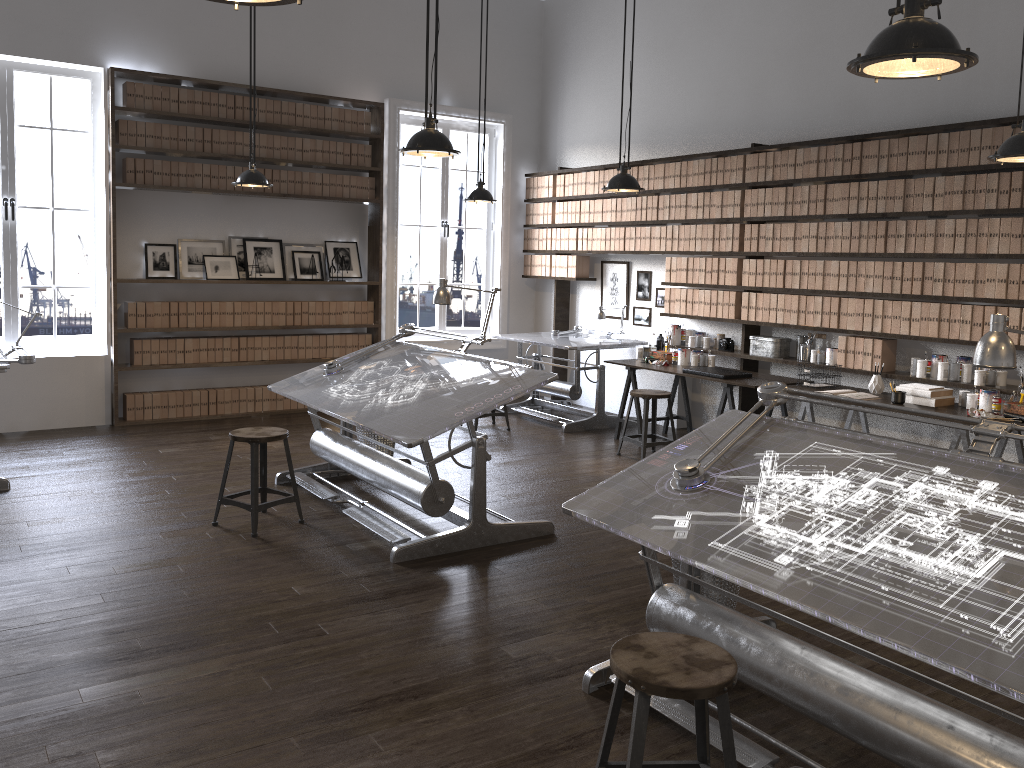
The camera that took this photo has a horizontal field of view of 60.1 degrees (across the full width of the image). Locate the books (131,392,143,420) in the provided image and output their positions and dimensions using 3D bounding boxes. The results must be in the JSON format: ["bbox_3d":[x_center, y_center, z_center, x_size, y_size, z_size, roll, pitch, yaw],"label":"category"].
[{"bbox_3d":[-3.295,0.194,7.788,0.067,0.224,0.175,-2,7,-34],"label":"books"}]

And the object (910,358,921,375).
[{"bbox_3d":[2.741,-0.118,6.014,0.062,0.119,0.062,2,6,7],"label":"object"}]

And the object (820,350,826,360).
[{"bbox_3d":[2.344,-0.205,6.645,0.062,0.093,0.063,3,6,18],"label":"object"}]

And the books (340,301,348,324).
[{"bbox_3d":[-1.686,-0.707,8.772,0.067,0.224,0.175,-2,7,-34],"label":"books"}]

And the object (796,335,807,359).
[{"bbox_3d":[2.252,-0.282,6.892,0.079,0.187,0.079,5,7,35],"label":"object"}]

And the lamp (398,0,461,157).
[{"bbox_3d":[-0.383,-2.270,4.346,0.313,2.242,0.312,0,5,-13],"label":"lamp"}]

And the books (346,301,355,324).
[{"bbox_3d":[-1.629,-0.710,8.807,0.067,0.225,0.175,-2,7,-34],"label":"books"}]

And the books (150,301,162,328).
[{"bbox_3d":[-3.143,-0.612,7.804,0.067,0.224,0.175,-2,7,-34],"label":"books"}]

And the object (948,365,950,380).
[{"bbox_3d":[2.874,-0.073,5.813,0.054,0.101,0.054,0,6,-17],"label":"object"}]

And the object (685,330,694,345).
[{"bbox_3d":[1.560,-0.408,7.789,0.070,0.130,0.070,2,6,4],"label":"object"}]

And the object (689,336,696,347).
[{"bbox_3d":[1.560,-0.367,7.660,0.062,0.094,0.062,7,8,42],"label":"object"}]

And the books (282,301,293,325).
[{"bbox_3d":[-2.153,-0.677,8.465,0.067,0.224,0.175,-2,7,-34],"label":"books"}]

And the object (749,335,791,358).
[{"bbox_3d":[2.049,-0.297,7.039,0.193,0.151,0.318,-3,9,-34],"label":"object"}]

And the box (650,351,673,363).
[{"bbox_3d":[1.306,-0.234,7.628,0.138,0.083,0.213,-3,9,-34],"label":"box"}]

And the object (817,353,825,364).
[{"bbox_3d":[2.354,-0.195,6.601,0.181,0.093,0.062,-1,6,-20],"label":"object"}]

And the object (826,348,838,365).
[{"bbox_3d":[2.361,-0.200,6.519,0.094,0.127,0.095,-2,7,-27],"label":"object"}]

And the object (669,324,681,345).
[{"bbox_3d":[1.441,-0.435,7.832,0.108,0.176,0.107,-2,7,-32],"label":"object"}]

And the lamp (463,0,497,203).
[{"bbox_3d":[-0.256,-2.753,7.852,0.311,2.242,0.313,5,6,36],"label":"lamp"}]

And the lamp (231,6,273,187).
[{"bbox_3d":[-1.968,-2.642,6.719,0.311,2.242,0.313,5,6,36],"label":"lamp"}]

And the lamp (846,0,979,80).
[{"bbox_3d":[1.059,-1.932,2.189,0.312,2.242,0.312,1,5,-9],"label":"lamp"}]

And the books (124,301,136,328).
[{"bbox_3d":[-3.315,-0.600,7.688,0.067,0.224,0.175,-2,7,-34],"label":"books"}]

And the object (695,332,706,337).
[{"bbox_3d":[1.645,-0.387,7.732,0.094,0.127,0.095,1,6,-3],"label":"object"}]

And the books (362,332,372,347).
[{"bbox_3d":[-1.484,-0.401,8.938,0.067,0.224,0.175,-2,7,-34],"label":"books"}]

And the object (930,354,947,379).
[{"bbox_3d":[2.834,-0.112,5.878,0.094,0.161,0.095,-3,7,-37],"label":"object"}]

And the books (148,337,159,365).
[{"bbox_3d":[-3.168,-0.291,7.819,0.067,0.224,0.175,-2,7,-34],"label":"books"}]

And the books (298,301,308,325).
[{"bbox_3d":[-2.029,-0.685,8.548,0.067,0.224,0.175,-2,7,-34],"label":"books"}]

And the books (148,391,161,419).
[{"bbox_3d":[-3.175,0.187,7.865,0.067,0.224,0.175,-2,7,-34],"label":"books"}]

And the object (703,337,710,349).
[{"bbox_3d":[1.663,-0.352,7.571,0.062,0.094,0.062,7,8,42],"label":"object"}]

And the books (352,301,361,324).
[{"bbox_3d":[-1.573,-0.714,8.850,0.067,0.224,0.175,-2,7,-34],"label":"books"}]

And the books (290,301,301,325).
[{"bbox_3d":[-2.088,-0.680,8.502,0.067,0.225,0.175,-2,7,-34],"label":"books"}]

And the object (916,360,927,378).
[{"bbox_3d":[2.721,-0.099,5.879,0.062,0.119,0.062,3,6,16],"label":"object"}]

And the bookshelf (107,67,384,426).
[{"bbox_3d":[-2.439,-0.860,8.302,2.475,3.706,0.414,-2,6,-34],"label":"bookshelf"}]

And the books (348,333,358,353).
[{"bbox_3d":[-1.604,-0.393,8.863,0.067,0.224,0.175,-2,7,-34],"label":"books"}]

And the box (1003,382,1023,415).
[{"bbox_3d":[2.984,0.097,5.116,0.138,0.206,0.213,-2,8,-33],"label":"box"}]

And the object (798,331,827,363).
[{"bbox_3d":[2.267,-0.307,6.727,0.182,0.270,0.157,7,8,40],"label":"object"}]

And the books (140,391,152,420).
[{"bbox_3d":[-3.235,0.191,7.823,0.067,0.225,0.175,-2,7,-34],"label":"books"}]

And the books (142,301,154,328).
[{"bbox_3d":[-3.193,-0.607,7.766,0.067,0.225,0.175,-2,7,-34],"label":"books"}]

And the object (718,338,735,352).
[{"bbox_3d":[1.774,-0.331,7.382,0.091,0.108,0.171,-3,8,-34],"label":"object"}]

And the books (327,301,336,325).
[{"bbox_3d":[-1.792,-0.699,8.698,0.067,0.225,0.175,-2,7,-34],"label":"books"}]

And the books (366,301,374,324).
[{"bbox_3d":[-1.458,-0.721,8.920,0.067,0.225,0.175,-2,7,-34],"label":"books"}]

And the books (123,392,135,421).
[{"bbox_3d":[-3.354,0.198,7.751,0.067,0.224,0.175,-2,7,-34],"label":"books"}]

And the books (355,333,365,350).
[{"bbox_3d":[-1.545,-0.397,8.903,0.067,0.224,0.175,-2,7,-34],"label":"books"}]

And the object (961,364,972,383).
[{"bbox_3d":[2.927,-0.069,5.701,0.062,0.119,0.062,4,6,24],"label":"object"}]

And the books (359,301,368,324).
[{"bbox_3d":[-1.516,-0.718,8.890,0.067,0.224,0.175,-2,7,-34],"label":"books"}]

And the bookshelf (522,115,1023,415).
[{"bbox_3d":[2.791,-0.147,6.041,0.374,3.191,9.218,-2,8,-34],"label":"bookshelf"}]

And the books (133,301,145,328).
[{"bbox_3d":[-3.253,-0.604,7.726,0.067,0.224,0.175,-2,7,-34],"label":"books"}]

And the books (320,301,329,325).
[{"bbox_3d":[-1.851,-0.696,8.665,0.067,0.224,0.175,-2,7,-34],"label":"books"}]

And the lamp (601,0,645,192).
[{"bbox_3d":[0.825,-2.500,6.242,0.311,2.242,0.313,5,6,36],"label":"lamp"}]

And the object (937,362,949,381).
[{"bbox_3d":[2.804,-0.081,5.761,0.062,0.119,0.062,4,6,24],"label":"object"}]

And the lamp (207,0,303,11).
[{"bbox_3d":[-0.514,-1.891,1.639,0.312,2.255,0.312,1,5,-9],"label":"lamp"}]

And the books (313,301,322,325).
[{"bbox_3d":[-1.910,-0.692,8.626,0.067,0.224,0.175,-2,7,-34],"label":"books"}]

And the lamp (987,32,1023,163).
[{"bbox_3d":[2.367,-2.139,3.934,0.312,2.242,0.312,1,5,-9],"label":"lamp"}]

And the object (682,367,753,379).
[{"bbox_3d":[1.578,-0.085,6.820,0.312,0.033,0.447,-4,9,-33],"label":"object"}]

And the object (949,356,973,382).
[{"bbox_3d":[2.914,-0.096,5.777,0.205,0.161,0.094,-3,7,-32],"label":"object"}]

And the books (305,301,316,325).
[{"bbox_3d":[-1.967,-0.688,8.584,0.067,0.224,0.175,-2,7,-34],"label":"books"}]

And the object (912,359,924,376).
[{"bbox_3d":[2.727,-0.108,5.949,0.063,0.117,0.063,2,6,7],"label":"object"}]

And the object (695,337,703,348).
[{"bbox_3d":[1.610,-0.358,7.611,0.063,0.093,0.063,7,8,42],"label":"object"}]

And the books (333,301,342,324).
[{"bbox_3d":[-1.739,-0.703,8.739,0.067,0.224,0.175,-2,7,-34],"label":"books"}]
